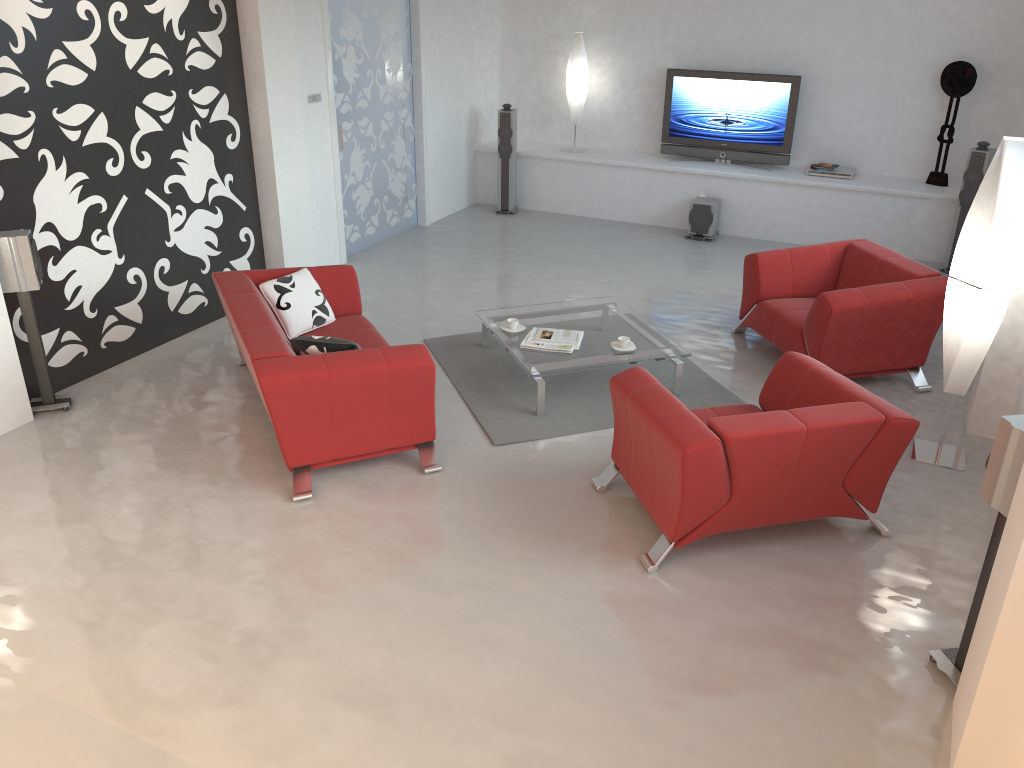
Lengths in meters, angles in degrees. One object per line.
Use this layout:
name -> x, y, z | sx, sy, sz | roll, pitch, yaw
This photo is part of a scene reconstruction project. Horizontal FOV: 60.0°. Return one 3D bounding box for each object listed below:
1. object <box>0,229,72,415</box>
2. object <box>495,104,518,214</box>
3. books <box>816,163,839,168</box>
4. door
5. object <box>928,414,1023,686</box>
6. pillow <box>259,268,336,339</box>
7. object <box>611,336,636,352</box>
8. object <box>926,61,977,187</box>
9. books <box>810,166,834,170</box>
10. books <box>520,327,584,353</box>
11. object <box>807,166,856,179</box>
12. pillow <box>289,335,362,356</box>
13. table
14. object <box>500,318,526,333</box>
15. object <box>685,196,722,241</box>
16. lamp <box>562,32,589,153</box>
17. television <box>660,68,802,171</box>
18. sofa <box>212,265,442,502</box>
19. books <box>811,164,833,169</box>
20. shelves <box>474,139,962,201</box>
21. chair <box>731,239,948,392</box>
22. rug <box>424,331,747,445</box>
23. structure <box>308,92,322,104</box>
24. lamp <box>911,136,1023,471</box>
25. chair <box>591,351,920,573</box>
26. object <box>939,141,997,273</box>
object -> -2.866, -0.353, 5.289 | 0.229, 1.112, 0.214 | -8, 27, -17
object -> -0.053, -2.493, 9.815 | 0.255, 1.184, 0.273 | 5, 26, 10
books -> 3.177, -2.199, 8.923 | 0.190, 0.015, 0.135 | 18, 30, 32
door -> -1.321, -2.588, 8.383 | 0.240, 2.550, 1.600 | 12, 28, 23
object -> 1.791, 0.651, 3.267 | 0.214, 1.112, 0.229 | -3, 26, -8
pillow -> -1.376, -0.521, 5.705 | 0.288, 0.343, 0.402 | 16, 29, 30
object -> 0.720, -0.262, 5.718 | 0.153, 0.069, 0.153 | -3, 25, -7
object -> 4.116, -2.442, 8.345 | 0.108, 1.130, 0.331 | -19, 31, -35
books -> 3.132, -2.183, 8.958 | 0.190, 0.015, 0.135 | -3, 26, -8
books -> 0.277, -0.293, 5.813 | 0.367, 0.035, 0.345 | 7, 26, 14
object -> 3.228, -2.148, 8.955 | 0.430, 0.045, 0.352 | 12, 28, 23
pillow -> -0.975, -0.128, 4.880 | 0.402, 0.343, 0.288 | 9, 26, 16
table -> 0.438, -0.228, 6.055 | 1.097, 0.286, 1.162 | -8, 27, -17
object -> 0.006, -0.399, 5.992 | 0.153, 0.069, 0.153 | -18, 31, -34
object -> 1.975, -1.700, 9.129 | 0.336, 0.374, 0.337 | 12, 28, 23
lamp -> 0.709, -3.190, 9.722 | 0.263, 1.239, 0.263 | 8, 26, 16
television -> 2.237, -2.753, 9.207 | 1.356, 0.919, 0.343 | 12, 28, 23
sofa -> -1.167, -0.159, 5.356 | 0.951, 0.738, 1.929 | -10, 27, -22
books -> 3.133, -2.198, 8.954 | 0.190, 0.015, 0.135 | 3, 25, 5
shelves -> 2.186, -2.270, 9.316 | 5.500, 0.050, 0.650 | 12, 28, 23
chair -> 2.259, -0.512, 6.188 | 0.951, 0.738, 1.288 | -6, 26, -13
rug -> 0.425, -0.095, 6.114 | 1.700, 0.025, 1.700 | -8, 27, -17
structure -> -1.653, -2.397, 7.441 | 0.016, 0.080, 0.170 | 12, 28, 23
lamp -> 2.464, -0.398, 4.729 | 0.313, 1.779, 0.313 | 8, 26, 16
chair -> 1.159, 0.320, 4.395 | 1.288, 0.738, 0.951 | -6, 26, -13
object -> 4.124, -1.587, 7.990 | 0.255, 1.184, 0.273 | 21, 32, 36
